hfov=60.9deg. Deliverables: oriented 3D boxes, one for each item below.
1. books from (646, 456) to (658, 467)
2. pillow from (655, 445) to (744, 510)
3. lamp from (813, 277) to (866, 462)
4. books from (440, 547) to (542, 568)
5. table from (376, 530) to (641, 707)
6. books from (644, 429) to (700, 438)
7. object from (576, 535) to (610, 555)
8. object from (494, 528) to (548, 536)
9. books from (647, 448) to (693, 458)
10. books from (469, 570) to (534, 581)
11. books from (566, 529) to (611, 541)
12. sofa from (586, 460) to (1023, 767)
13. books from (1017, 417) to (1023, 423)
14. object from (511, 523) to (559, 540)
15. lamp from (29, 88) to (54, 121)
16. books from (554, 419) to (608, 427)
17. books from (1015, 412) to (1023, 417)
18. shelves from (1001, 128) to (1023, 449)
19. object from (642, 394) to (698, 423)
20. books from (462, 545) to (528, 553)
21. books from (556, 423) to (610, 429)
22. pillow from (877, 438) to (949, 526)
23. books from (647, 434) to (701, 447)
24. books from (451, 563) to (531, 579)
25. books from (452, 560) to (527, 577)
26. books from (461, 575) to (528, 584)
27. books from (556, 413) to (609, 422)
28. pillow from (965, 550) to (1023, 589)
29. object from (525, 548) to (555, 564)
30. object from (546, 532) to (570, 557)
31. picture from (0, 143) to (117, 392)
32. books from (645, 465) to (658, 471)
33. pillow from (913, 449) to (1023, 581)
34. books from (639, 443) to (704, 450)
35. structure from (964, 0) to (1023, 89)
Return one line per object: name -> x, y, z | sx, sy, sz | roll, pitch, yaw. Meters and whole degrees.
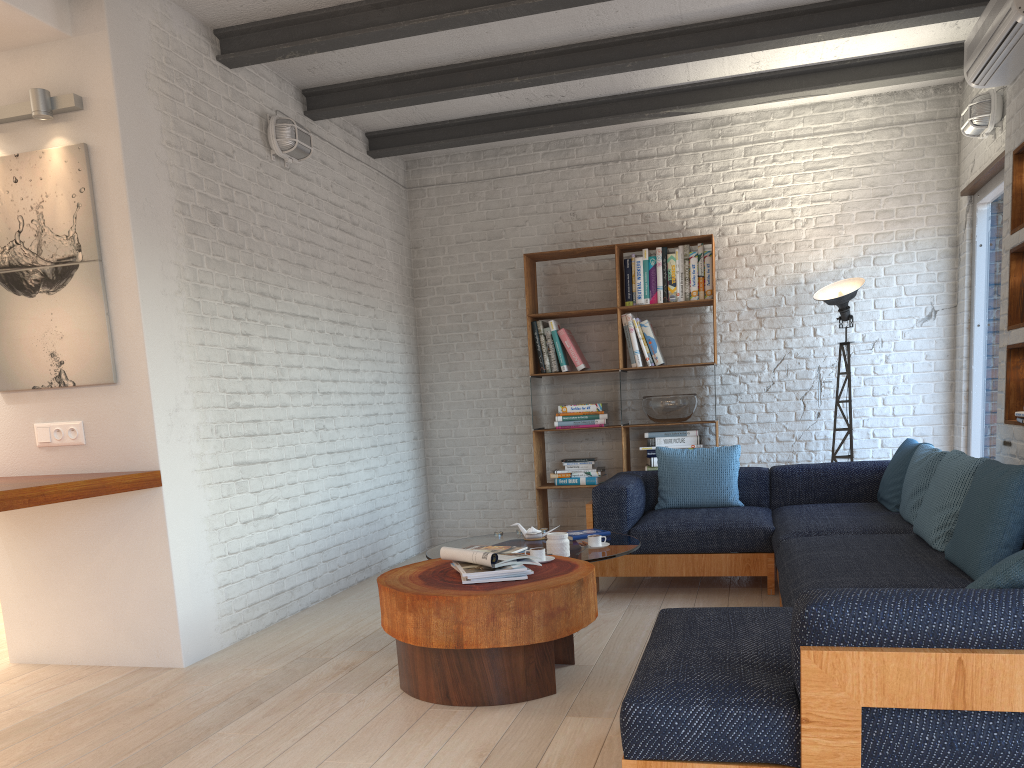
books -> 1.183, 0.554, 6.364 | 0.380, 0.065, 0.241 | -3, -1, 2
pillow -> 1.176, 0.588, 5.504 | 0.556, 0.416, 0.219 | -3, 6, 14
lamp -> 2.320, 0.215, 5.649 | 0.505, 1.878, 0.853 | -5, 7, -13
books -> -0.086, 0.715, 3.568 | 0.270, 0.111, 0.321 | -3, 0, -42
table -> -0.018, 1.006, 4.077 | 1.078, 0.453, 1.804 | -3, -1, 21
books -> 1.170, 0.361, 6.349 | 0.380, 0.037, 0.241 | -4, -1, 15
object -> 0.390, 0.766, 4.182 | 0.155, 0.058, 0.267 | -3, -1, 8
object -> 0.050, 0.817, 4.827 | 0.301, 0.027, 0.067 | -3, 0, -7
books -> 1.151, 0.495, 6.351 | 0.327, 0.056, 0.251 | -3, -1, 10
books -> -0.080, 0.748, 3.518 | 0.251, 0.011, 0.315 | -3, -2, -16
books -> 0.378, 0.794, 4.596 | 0.230, 0.023, 0.161 | -3, -1, -27
sofa -> 1.192, 0.820, 3.854 | 2.083, 0.670, 3.895 | -3, -1, 15
books -> 2.349, 0.158, 3.877 | 0.162, 0.017, 0.248 | -4, -2, 25
object -> 0.122, 0.775, 4.623 | 0.186, 0.092, 0.192 | -3, 1, 41
lamp -> -1.982, -1.177, 3.670 | 0.079, 0.106, 0.078 | 2, 7, 43
books -> 0.519, 0.286, 6.497 | 0.380, 0.037, 0.241 | -4, -1, 11
books -> 2.351, 0.131, 3.859 | 0.171, 0.019, 0.233 | -4, -2, 17
shelves -> 2.360, -0.427, 3.790 | 0.192, 1.452, 0.752 | -1, 7, 15
object -> 1.148, 0.182, 6.339 | 0.397, 0.205, 0.401 | -4, 1, -33
books -> -0.123, 0.820, 4.275 | 0.319, 0.011, 0.249 | -4, -2, 28
books -> 0.531, 0.314, 6.505 | 0.356, 0.021, 0.268 | -4, -2, 15
pillow -> 2.169, 0.519, 4.712 | 0.244, 0.404, 1.091 | -2, 0, 14
books -> 1.178, 0.412, 6.360 | 0.380, 0.065, 0.241 | -3, -1, 10
books -> -0.091, 0.737, 3.501 | 0.251, 0.011, 0.315 | -3, -2, -16
books -> -0.095, 0.726, 3.491 | 0.252, 0.011, 0.315 | -3, -2, -11
books -> -0.081, 0.758, 3.504 | 0.252, 0.011, 0.315 | -3, -2, -5
books -> 0.525, 0.248, 6.482 | 0.380, 0.037, 0.241 | -4, -1, 9
pillow -> 1.356, 0.526, 2.183 | 0.561, 0.334, 0.374 | -4, 3, -24
object -> 0.111, 0.735, 3.754 | 0.146, 0.056, 0.173 | -3, 0, 4
object -> 0.213, 0.746, 4.036 | 0.108, 0.110, 0.106 | -1, 4, 31
picture -> -2.101, -0.494, 3.874 | 0.656, 1.034, 0.019 | -2, 9, 15
books -> 1.180, 0.616, 6.391 | 0.363, 0.056, 0.278 | -4, -1, 18
pillow -> 1.803, 0.482, 3.426 | 0.255, 0.422, 1.194 | -2, 0, 15
books -> 1.168, 0.455, 6.352 | 0.445, 0.021, 0.268 | -4, -2, 15
structure -> 2.111, -1.498, 3.679 | 0.200, 0.222, 0.803 | -2, 0, 15
